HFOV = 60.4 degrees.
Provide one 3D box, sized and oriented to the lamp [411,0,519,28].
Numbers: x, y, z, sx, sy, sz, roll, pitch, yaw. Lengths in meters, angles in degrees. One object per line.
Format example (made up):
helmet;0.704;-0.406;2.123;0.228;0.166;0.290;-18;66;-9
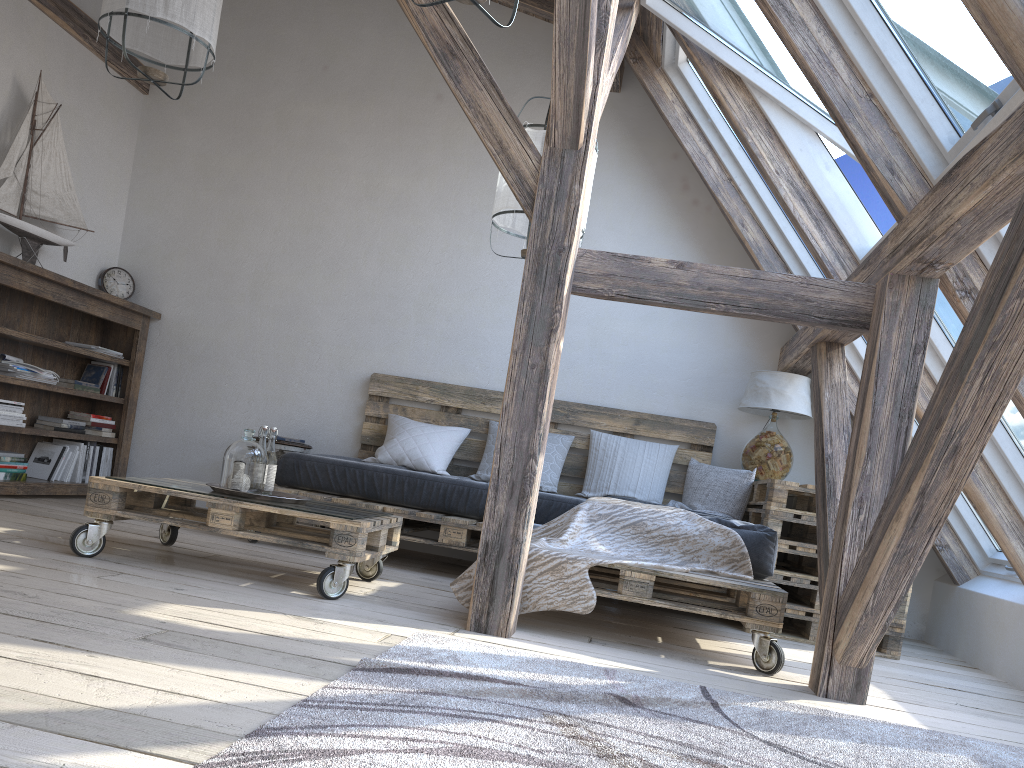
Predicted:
lamp;-0.010;-1.591;2.145;0.409;1.303;0.398;9;0;-15

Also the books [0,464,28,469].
books;-2.654;0.416;4.552;0.157;0.021;0.226;8;-6;9

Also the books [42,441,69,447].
books;-2.609;0.433;4.948;0.157;0.205;0.108;9;-1;9

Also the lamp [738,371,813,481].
lamp;1.312;0.612;4.931;0.390;1.283;0.823;9;-1;-5

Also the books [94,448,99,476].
books;-2.547;0.468;5.234;0.157;0.219;0.021;9;1;8

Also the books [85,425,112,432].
books;-2.510;0.258;5.234;0.205;0.021;0.150;9;-6;-2

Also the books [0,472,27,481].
books;-2.664;0.466;4.551;0.173;0.038;0.225;8;-6;9

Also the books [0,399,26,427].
books;-2.647;0.101;4.305;0.205;0.151;0.553;9;-6;9

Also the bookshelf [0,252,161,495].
bookshelf;-2.544;0.017;4.667;0.347;1.171;1.636;9;-4;9

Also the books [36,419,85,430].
books;-2.556;0.232;4.987;0.159;0.023;0.213;8;-6;9

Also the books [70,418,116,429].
books;-2.499;0.236;5.244;0.160;0.026;0.205;7;-6;17

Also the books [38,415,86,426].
books;-2.552;0.210;4.989;0.151;0.024;0.229;9;-6;5

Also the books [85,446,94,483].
books;-2.545;0.460;5.156;0.157;0.219;0.021;9;1;8

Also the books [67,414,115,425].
books;-2.502;0.211;5.236;0.157;0.021;0.221;8;-6;13

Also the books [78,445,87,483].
books;-2.549;0.452;5.084;0.157;0.220;0.017;9;1;8

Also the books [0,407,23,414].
books;-2.605;0.124;4.457;0.139;0.018;0.186;8;-6;9

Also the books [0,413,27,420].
books;-2.613;0.153;4.464;0.156;0.017;0.221;8;-6;14

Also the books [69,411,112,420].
books;-2.517;0.190;5.255;0.142;0.019;0.203;8;-6;9

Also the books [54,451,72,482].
books;-2.577;0.454;4.955;0.139;0.175;0.094;9;-1;9

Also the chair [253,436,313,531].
chair;-1.374;0.585;5.120;0.352;0.520;0.356;9;-1;12

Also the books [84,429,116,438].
books;-2.507;0.285;5.240;0.218;0.030;0.162;9;-6;2

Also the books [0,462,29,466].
books;-2.664;0.399;4.562;0.173;0.013;0.232;8;-6;12

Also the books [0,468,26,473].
books;-2.658;0.437;4.552;0.157;0.021;0.226;9;-6;4

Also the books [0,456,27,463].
books;-2.662;0.380;4.561;0.174;0.025;0.222;9;-6;4

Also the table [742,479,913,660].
table;1.502;0.882;4.388;0.673;0.700;1.024;9;-4;9

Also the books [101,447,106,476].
books;-2.537;0.477;5.300;0.157;0.219;0.021;9;1;8

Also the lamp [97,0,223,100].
lamp;-1.232;-1.637;3.210;0.404;1.083;0.403;9;0;-40

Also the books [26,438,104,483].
books;-2.576;0.432;5.068;0.201;0.248;0.414;9;-4;9

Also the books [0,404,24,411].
books;-2.629;0.104;4.469;0.156;0.017;0.221;8;-6;14

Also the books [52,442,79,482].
books;-2.568;0.441;4.989;0.157;0.212;0.090;9;0;8

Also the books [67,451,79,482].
books;-2.562;0.461;5.022;0.139;0.183;0.065;9;0;8

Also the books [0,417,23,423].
books;-2.620;0.168;4.448;0.157;0.017;0.221;8;-6;9

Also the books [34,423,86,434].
books;-2.559;0.254;4.980;0.151;0.024;0.230;7;-6;18

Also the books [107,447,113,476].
books;-2.511;0.486;5.348;0.157;0.220;0.036;9;1;8

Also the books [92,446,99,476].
books;-2.533;0.466;5.195;0.157;0.220;0.017;9;1;8

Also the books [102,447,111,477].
books;-2.517;0.482;5.320;0.157;0.219;0.021;9;1;8

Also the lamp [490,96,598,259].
lamp;0.205;-1.278;3.761;0.411;1.516;0.396;9;1;-40

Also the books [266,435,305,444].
books;-1.327;0.316;5.093;0.148;0.021;0.207;5;-7;38

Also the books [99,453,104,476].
books;-2.525;0.493;5.278;0.139;0.185;0.018;9;1;8

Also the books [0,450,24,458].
books;-2.654;0.358;4.567;0.132;0.021;0.200;8;-6;8
